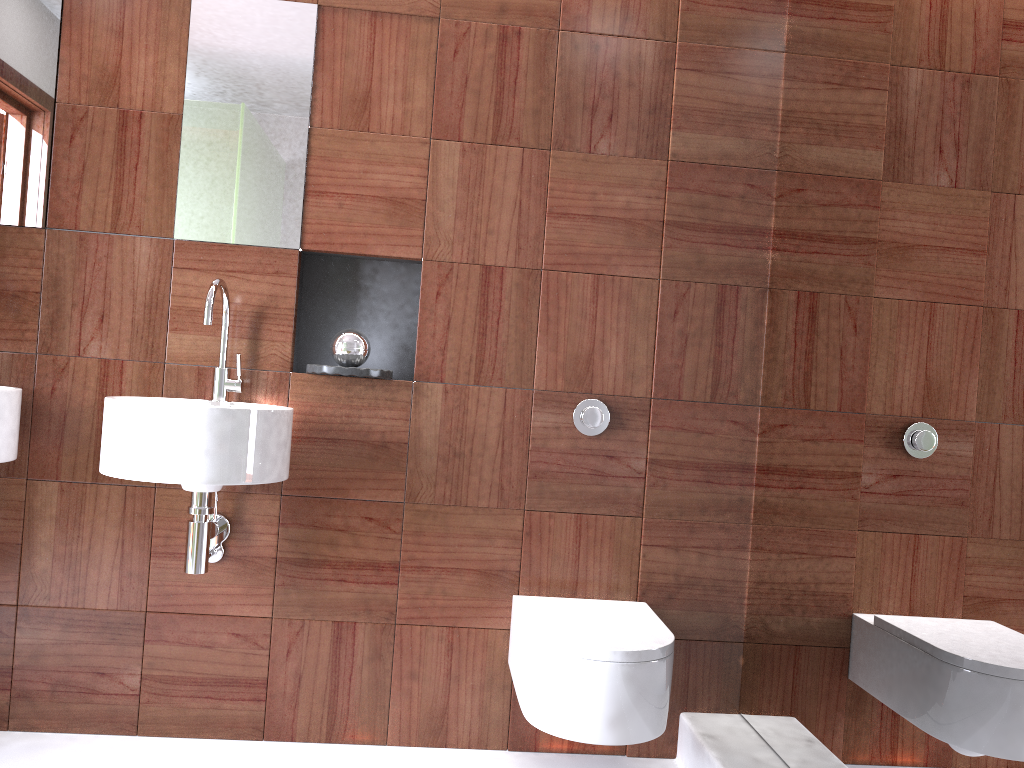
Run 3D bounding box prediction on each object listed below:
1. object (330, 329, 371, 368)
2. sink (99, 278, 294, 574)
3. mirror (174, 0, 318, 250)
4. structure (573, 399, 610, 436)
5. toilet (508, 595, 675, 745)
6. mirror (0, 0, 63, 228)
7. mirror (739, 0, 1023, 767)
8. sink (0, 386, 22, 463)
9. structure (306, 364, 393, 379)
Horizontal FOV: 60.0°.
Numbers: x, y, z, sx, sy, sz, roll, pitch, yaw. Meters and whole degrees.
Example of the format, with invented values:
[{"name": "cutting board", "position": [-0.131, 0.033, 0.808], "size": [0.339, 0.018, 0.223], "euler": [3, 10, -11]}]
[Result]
[{"name": "object", "position": [-1.037, -0.137, 2.241], "size": [1.350, 0.104, 0.104], "euler": [4, 0, -5]}, {"name": "sink", "position": [-0.727, 0.102, 2.070], "size": [0.415, 0.715, 0.417], "euler": [4, 0, -5]}, {"name": "mirror", "position": [-0.683, -0.676, 2.280], "size": [0.316, 0.635, 0.010], "euler": [4, 0, -5]}, {"name": "structure", "position": [0.210, 0.088, 2.332], "size": [0.098, 0.098, 0.034], "euler": [4, 0, -5]}, {"name": "toilet", "position": [0.179, 0.683, 2.073], "size": [0.329, 0.284, 0.547], "euler": [4, 0, -5]}, {"name": "mirror", "position": [-1.313, -0.721, 2.229], "size": [0.316, 0.635, 0.010], "euler": [4, 0, -5]}, {"name": "mirror", "position": [0.753, -0.210, 1.666], "size": [0.019, 2.183, 1.433], "euler": [4, 0, -5]}, {"name": "sink", "position": [-1.355, 0.056, 2.018], "size": [0.415, 0.715, 0.417], "euler": [4, 0, -5]}, {"name": "structure", "position": [-0.421, -0.032, 2.304], "size": [0.220, 0.023, 0.222], "euler": [4, 0, -15]}]
